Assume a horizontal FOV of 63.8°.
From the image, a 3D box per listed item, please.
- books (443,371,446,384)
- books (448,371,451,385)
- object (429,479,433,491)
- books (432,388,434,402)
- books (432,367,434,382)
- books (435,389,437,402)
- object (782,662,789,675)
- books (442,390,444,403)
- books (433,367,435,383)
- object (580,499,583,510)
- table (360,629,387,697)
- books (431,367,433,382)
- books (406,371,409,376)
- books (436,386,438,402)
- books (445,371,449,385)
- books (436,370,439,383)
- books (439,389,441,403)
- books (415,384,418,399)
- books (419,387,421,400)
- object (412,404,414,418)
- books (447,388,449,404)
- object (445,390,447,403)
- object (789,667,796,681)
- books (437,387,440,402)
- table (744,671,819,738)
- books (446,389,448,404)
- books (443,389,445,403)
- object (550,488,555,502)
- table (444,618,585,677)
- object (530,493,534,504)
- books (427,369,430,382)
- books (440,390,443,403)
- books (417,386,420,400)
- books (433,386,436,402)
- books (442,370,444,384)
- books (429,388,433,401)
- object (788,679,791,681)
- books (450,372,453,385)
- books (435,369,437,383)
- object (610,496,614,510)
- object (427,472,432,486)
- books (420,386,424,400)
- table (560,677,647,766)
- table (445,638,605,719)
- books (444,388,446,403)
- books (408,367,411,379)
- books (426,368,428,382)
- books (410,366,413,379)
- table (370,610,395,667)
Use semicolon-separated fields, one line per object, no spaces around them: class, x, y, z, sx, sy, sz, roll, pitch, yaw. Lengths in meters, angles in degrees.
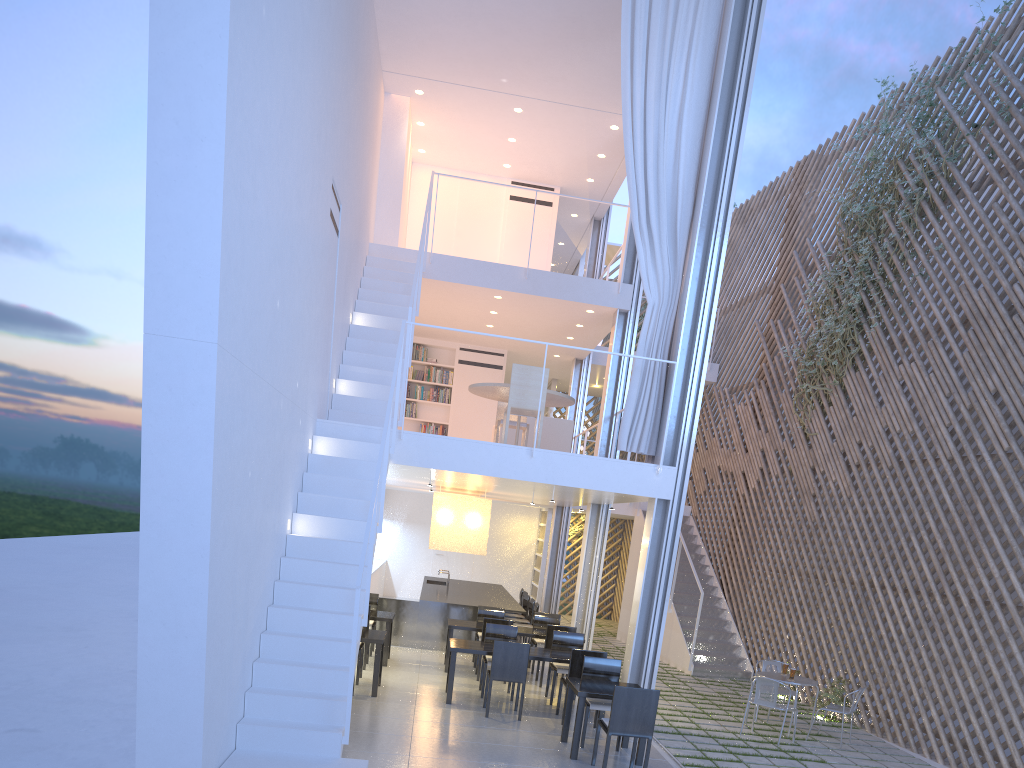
books;-0.892;0.417;6.124;0.037;1.664;3.604;8;-5;7
books;-0.872;0.431;6.137;0.037;1.689;3.599;8;-5;8
object;-0.530;0.668;5.427;0.029;0.082;0.027;8;10;6
books;-0.740;0.110;7.704;0.015;0.130;0.085;6;5;-4
books;-0.944;0.419;6.150;0.023;1.709;3.514;8;-5;5
books;-0.714;0.117;7.711;0.006;0.124;0.077;6;6;-4
object;1.650;1.719;4.967;0.030;0.079;0.031;14;12;39
books;-0.644;0.119;7.710;0.008;0.139;0.091;6;5;-4
books;-0.933;0.419;6.152;0.023;1.713;3.512;8;-5;5
object;0.472;0.812;5.541;0.029;0.082;0.027;8;10;6
table;-0.903;1.547;4.606;0.361;0.342;0.342;7;1;-5
books;-0.936;0.418;6.151;0.023;1.713;3.505;7;-5;5
books;-1.055;0.404;6.102;0.039;1.685;3.548;7;-5;1
books;-0.703;0.102;7.708;0.011;0.158;0.078;6;7;-4
books;-0.876;0.417;6.143;0.045;1.653;3.573;8;-5;7
books;-0.900;0.415;6.126;0.034;1.661;3.572;8;-5;5
books;-0.675;0.120;7.709;0.015;0.128;0.089;6;5;-4
books;-0.889;0.080;7.685;0.015;0.147;0.085;6;6;-4
books;-0.855;0.091;7.687;0.007;0.133;0.092;6;5;-4
object;-0.930;0.262;7.729;0.006;0.133;0.068;6;7;-4
books;-0.601;0.120;7.719;0.011;0.150;0.082;6;7;-4
object;-0.622;0.127;7.725;0.006;0.133;0.068;6;7;-4
object;1.628;1.684;4.776;0.030;0.079;0.031;14;12;39
books;-0.690;0.110;7.712;0.015;0.147;0.075;6;7;-4
table;1.611;1.909;4.910;0.353;0.344;0.335;6;2;-43
books;-0.612;0.121;7.716;0.010;0.146;0.085;6;6;-4
books;-0.637;0.123;7.712;0.005;0.133;0.091;6;5;-4
object;0.228;0.611;4.537;0.029;0.082;0.027;8;10;6
table;0.001;1.833;5.627;0.921;0.341;0.342;8;1;-6
object;0.140;0.764;5.503;0.029;0.082;0.027;8;10;6
books;-0.968;0.425;6.147;0.030;1.688;3.514;7;-5;5
books;-0.659;0.124;7.715;0.018;0.125;0.081;6;5;-4
books;-0.874;0.089;7.685;0.015;0.133;0.091;6;5;-4
books;-0.723;0.099;7.703;0.015;0.158;0.083;6;7;-4
books;-0.910;0.429;6.146;0.024;1.696;3.540;8;-5;7
books;-0.758;0.108;7.700;0.021;0.127;0.088;6;5;-4
object;0.242;1.331;4.655;2.875;0.418;0.035;8;12;-4
books;-0.850;0.424;6.138;0.038;1.662;3.598;8;-5;8
books;-0.944;0.424;6.143;0.025;1.696;3.542;8;-5;6
object;-0.408;1.058;5.409;1.684;0.836;1.812;8;-6;-7
object;-0.442;0.514;4.461;0.029;0.082;0.027;8;10;6
books;-0.842;0.095;7.700;0.021;0.135;0.067;6;7;-4
table;0.437;1.591;3.890;0.361;0.342;0.342;7;1;-5
table;0.083;1.689;4.719;0.921;0.341;0.342;8;1;-6
books;-0.629;0.116;7.714;0.009;0.150;0.086;6;6;-4
books;-1.043;0.390;6.110;0.037;1.656;3.530;7;-5;1
books;-0.960;0.403;6.102;0.123;1.660;3.590;7;-6;4
books;-1.055;0.409;6.120;0.030;1.690;3.524;7;-5;2
table;-0.985;1.691;5.514;0.361;0.342;0.342;7;1;-5
